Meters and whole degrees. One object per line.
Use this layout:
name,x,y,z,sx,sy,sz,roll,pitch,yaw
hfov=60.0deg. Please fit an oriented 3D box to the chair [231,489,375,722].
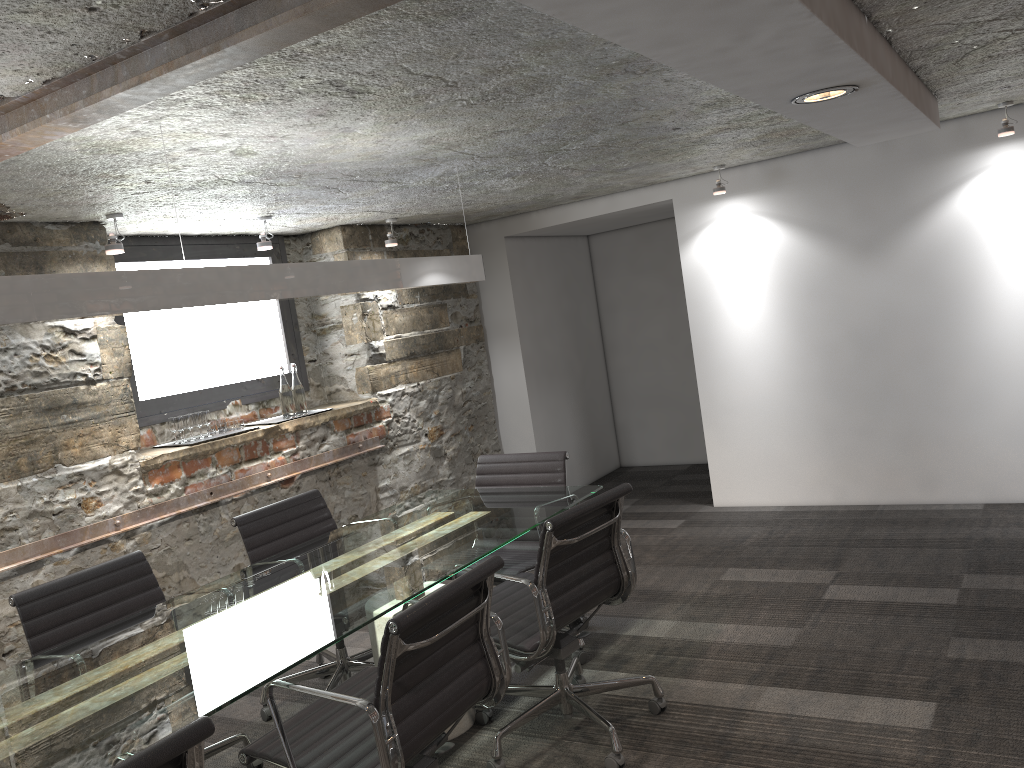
chair,-0.696,0.886,3.612,0.667,0.837,0.693,-7,5,23

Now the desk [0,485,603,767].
desk,-0.758,1.043,2.621,0.909,0.711,3.154,-6,6,32

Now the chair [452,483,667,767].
chair,0.104,0.807,3.092,0.667,0.837,0.693,-6,5,30

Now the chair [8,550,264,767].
chair,-1.162,1.018,2.877,0.667,0.837,0.693,-7,5,22

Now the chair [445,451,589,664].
chair,-0.037,0.767,3.837,0.693,0.837,0.667,-7,5,24

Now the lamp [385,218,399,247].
lamp,-0.745,-0.934,5.471,0.098,0.165,0.077,-11,5,-25

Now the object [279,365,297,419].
object,-1.264,0.045,4.947,0.073,0.300,0.073,-9,5,1

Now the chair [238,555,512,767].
chair,-0.327,0.933,2.374,0.667,0.837,0.693,-7,5,22

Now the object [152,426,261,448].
object,-1.564,0.272,4.552,0.310,0.007,0.457,-6,6,32

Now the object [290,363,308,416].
object,-1.216,0.031,5.026,0.073,0.300,0.073,-9,5,0

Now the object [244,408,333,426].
object,-1.275,0.188,5.028,0.310,0.007,0.457,-6,6,32

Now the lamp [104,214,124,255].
lamp,-1.726,-0.650,3.852,0.098,0.165,0.077,-11,5,-25

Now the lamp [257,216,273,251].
lamp,-1.279,-0.779,4.589,0.098,0.165,0.077,-11,5,-25

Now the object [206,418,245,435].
object,-1.506,0.216,4.640,0.111,0.072,0.191,-5,6,39

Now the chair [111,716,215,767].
chair,-0.849,1.076,1.604,0.667,0.837,0.693,-7,5,23

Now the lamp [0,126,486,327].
lamp,-0.992,-0.470,2.497,0.073,0.524,3.159,-6,6,32

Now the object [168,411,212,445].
object,-1.614,0.218,4.452,0.108,0.131,0.218,-6,5,30
